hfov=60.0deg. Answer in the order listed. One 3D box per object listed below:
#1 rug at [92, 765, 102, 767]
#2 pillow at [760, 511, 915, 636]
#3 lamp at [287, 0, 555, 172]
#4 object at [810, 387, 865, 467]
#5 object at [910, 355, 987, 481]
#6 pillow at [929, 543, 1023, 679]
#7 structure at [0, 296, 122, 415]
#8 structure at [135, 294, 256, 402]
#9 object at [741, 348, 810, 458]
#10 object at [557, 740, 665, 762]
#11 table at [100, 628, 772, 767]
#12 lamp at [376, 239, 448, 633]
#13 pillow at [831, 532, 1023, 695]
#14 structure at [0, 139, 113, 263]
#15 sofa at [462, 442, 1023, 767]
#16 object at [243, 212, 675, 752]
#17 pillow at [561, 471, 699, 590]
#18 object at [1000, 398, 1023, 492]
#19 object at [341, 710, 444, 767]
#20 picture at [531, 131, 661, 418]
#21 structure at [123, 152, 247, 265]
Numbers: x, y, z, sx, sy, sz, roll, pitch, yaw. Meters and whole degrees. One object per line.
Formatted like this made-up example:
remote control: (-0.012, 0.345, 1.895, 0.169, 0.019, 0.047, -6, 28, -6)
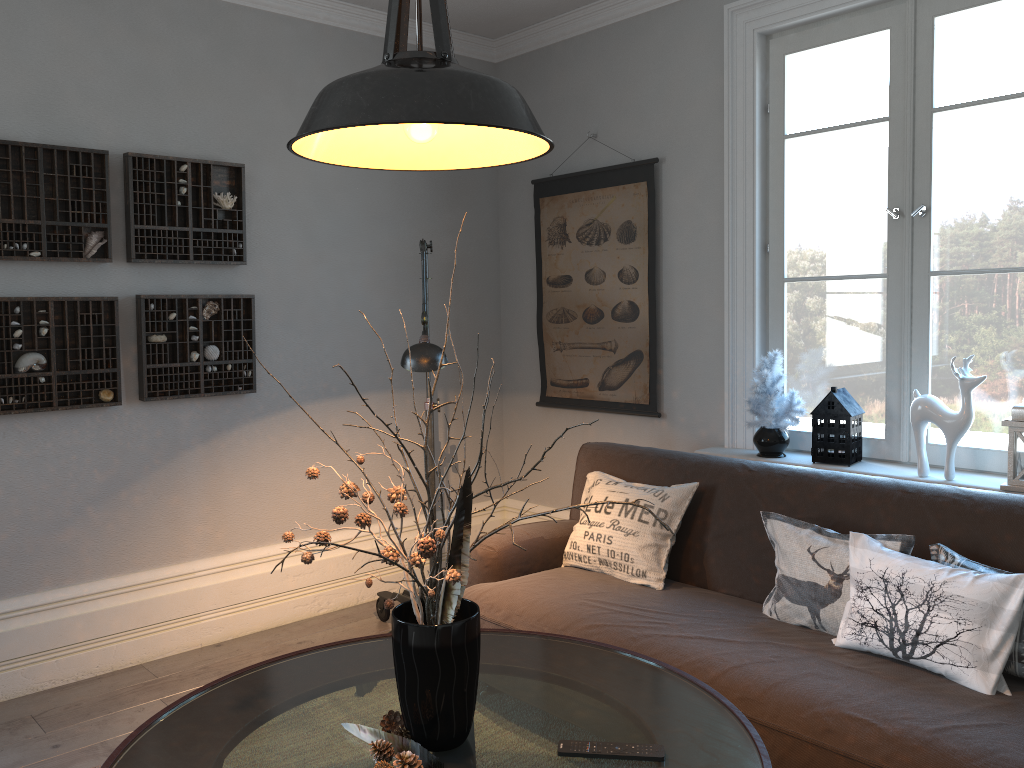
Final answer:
rug: (-0.095, 1.166, 1.820, 2.400, 0.090, 2.819, -5, 6, -41)
pillow: (0.912, 0.564, 2.534, 0.159, 0.347, 0.472, -5, 6, -44)
lamp: (-0.182, -0.982, 1.655, 0.504, 1.075, 0.504, -1, 4, 6)
object: (1.197, 0.149, 3.262, 0.155, 0.284, 0.155, 2, 6, 38)
object: (1.418, 0.111, 2.891, 0.239, 0.409, 0.128, 3, 6, 44)
pillow: (1.269, 0.588, 2.192, 0.183, 0.288, 0.542, -5, 6, -40)
structure: (-1.677, -0.110, 3.229, 0.468, 0.415, 0.086, -5, 6, -42)
structure: (-1.269, -0.155, 3.594, 0.468, 0.415, 0.086, -5, 6, -42)
object: (1.008, 0.066, 3.453, 0.247, 0.423, 0.263, -2, 4, -6)
object: (0.193, 0.716, 1.736, 0.207, 0.011, 0.051, 0, 5, 8)
table: (-0.145, 0.973, 1.803, 1.300, 0.503, 1.300, 3, 6, 41)
lamp: (-0.207, 0.245, 3.704, 0.797, 1.644, 1.865, -1, 4, -4)
pillow: (1.051, 0.574, 2.266, 0.188, 0.309, 0.471, -5, 6, -41)
structure: (-1.702, -0.650, 3.195, 0.468, 0.415, 0.099, -5, 6, -42)
sofa: (0.771, 0.717, 2.604, 0.969, 0.824, 2.165, -5, 6, -42)
object: (-0.138, 0.204, 1.624, 0.853, 1.065, 0.525, 0, 5, 19)
pillow: (0.402, 0.511, 3.159, 0.240, 0.368, 0.519, -5, 6, -42)
object: (1.640, 0.164, 2.735, 0.193, 0.321, 0.193, 3, 6, 42)
object: (-0.208, 0.705, 1.711, 0.153, 0.067, 0.404, -3, 5, -24)
picture: (0.384, -0.522, 4.178, 0.057, 1.312, 0.793, -5, 6, -42)
structure: (-1.288, -0.688, 3.534, 0.468, 0.415, 0.105, -5, 6, -42)
